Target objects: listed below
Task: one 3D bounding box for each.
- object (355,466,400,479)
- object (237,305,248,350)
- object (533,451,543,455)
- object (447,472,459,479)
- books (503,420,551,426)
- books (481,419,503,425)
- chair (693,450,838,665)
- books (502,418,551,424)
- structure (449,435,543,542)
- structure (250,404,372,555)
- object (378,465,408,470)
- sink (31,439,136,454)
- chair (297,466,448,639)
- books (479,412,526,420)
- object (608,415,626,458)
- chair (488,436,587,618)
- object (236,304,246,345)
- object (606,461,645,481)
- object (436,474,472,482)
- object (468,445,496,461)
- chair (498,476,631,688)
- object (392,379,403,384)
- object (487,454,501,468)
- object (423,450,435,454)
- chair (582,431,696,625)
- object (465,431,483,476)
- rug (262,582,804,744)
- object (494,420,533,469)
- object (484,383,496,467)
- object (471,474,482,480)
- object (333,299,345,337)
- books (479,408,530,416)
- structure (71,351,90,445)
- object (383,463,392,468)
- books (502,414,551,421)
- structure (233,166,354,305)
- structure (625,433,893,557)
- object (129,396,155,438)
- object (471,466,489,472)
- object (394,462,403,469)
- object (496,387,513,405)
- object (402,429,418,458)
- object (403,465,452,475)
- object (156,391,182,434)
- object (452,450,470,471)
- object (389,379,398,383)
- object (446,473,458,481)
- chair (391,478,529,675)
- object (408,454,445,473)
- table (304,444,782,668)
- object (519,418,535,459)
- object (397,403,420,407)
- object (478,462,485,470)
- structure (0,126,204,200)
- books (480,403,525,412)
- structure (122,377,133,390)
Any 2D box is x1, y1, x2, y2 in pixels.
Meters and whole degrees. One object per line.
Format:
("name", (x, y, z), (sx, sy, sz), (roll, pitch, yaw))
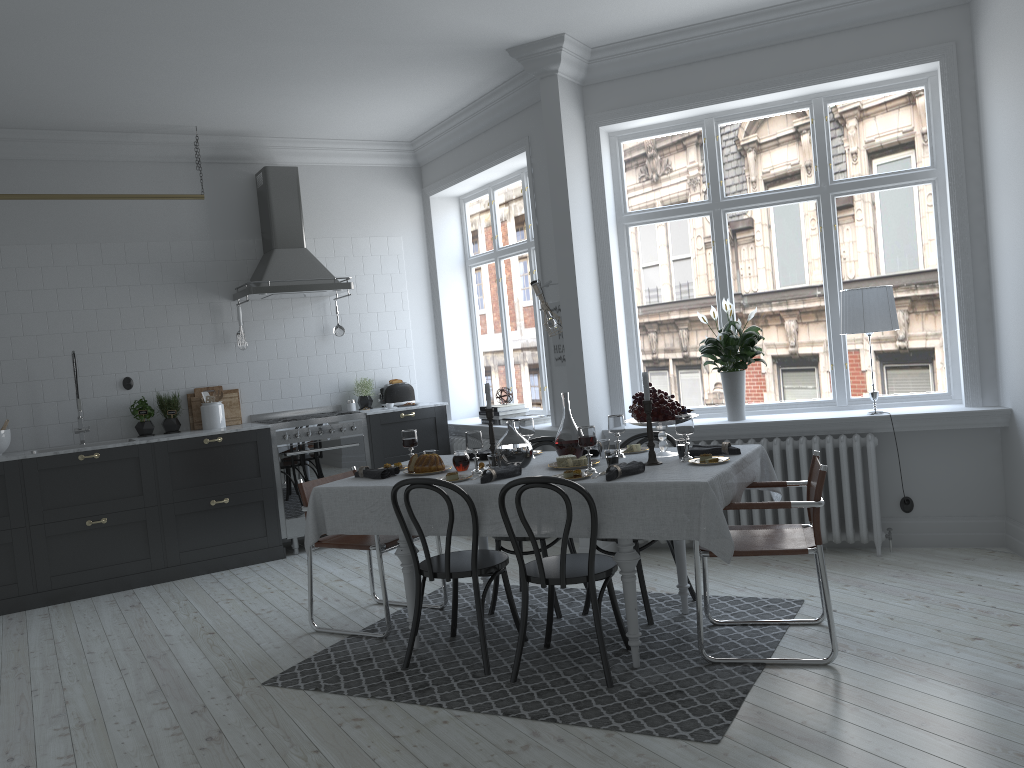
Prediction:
("object", (-0.722, 0.458, 4.587), (0.247, 0.061, 0.165), (-5, 2, 10))
("object", (-2.187, -0.460, 7.155), (0.076, 0.381, 0.074), (-3, 3, 41))
("object", (0.080, 0.390, 4.928), (0.182, 0.013, 0.182), (-7, 3, -29))
("object", (-0.285, 0.440, 4.243), (0.057, 0.037, 0.021), (-6, 2, -11))
("books", (0.118, 0.304, 6.975), (0.254, 0.019, 0.343), (-7, 3, -29))
("books", (-0.061, 0.296, 7.300), (0.259, 0.044, 0.351), (-7, 3, -27))
("chair", (1.125, 0.760, 3.997), (0.593, 0.837, 0.546), (-5, 2, 16))
("books", (0.115, 0.286, 6.980), (0.254, 0.019, 0.337), (-7, 3, -31))
("structure", (-0.205, 0.816, 7.275), (0.245, 0.753, 1.673), (-7, 3, -29))
("structure", (-1.608, 0.757, 7.228), (0.779, 1.096, 0.651), (-7, 3, -29))
("object", (-0.647, 0.463, 4.833), (0.182, 0.013, 0.182), (-7, 3, -29))
("sink", (-3.065, 0.546, 6.371), (0.669, 0.203, 0.384), (-7, 3, -29))
("chair", (-0.777, 0.904, 4.932), (0.593, 0.837, 0.546), (-4, 3, 32))
("books", (-0.078, 0.259, 7.304), (0.259, 0.031, 0.328), (-7, 3, -31))
("object", (0.531, 0.265, 4.469), (0.083, 0.215, 0.083), (-7, 3, -34))
("chair", (0.132, 0.779, 4.961), (0.463, 0.909, 0.564), (-4, 3, 24))
("object", (-2.207, -0.484, 7.182), (0.066, 0.332, 0.024), (-7, 3, -24))
("object", (0.495, 0.372, 3.861), (0.165, 0.061, 0.247), (-5, 2, 10))
("object", (-0.280, 0.453, 4.224), (0.182, 0.013, 0.182), (-6, 2, -14))
("object", (-0.158, 0.388, 4.975), (0.165, 0.061, 0.247), (-5, 2, 10))
("chair", (0.227, 0.813, 3.926), (0.463, 0.909, 0.564), (-5, 2, 19))
("object", (-1.001, 0.015, 7.757), (0.107, 0.110, 0.010), (-7, 3, -25))
("object", (-0.082, 0.390, 4.295), (0.066, 0.094, 0.066), (-7, 3, -41))
("object", (-0.441, 0.405, 4.770), (0.066, 0.094, 0.066), (-7, 3, -41))
("chair", (0.656, 0.739, 4.718), (0.463, 0.909, 0.564), (-4, 3, 39))
("object", (-0.179, 0.339, 4.325), (0.083, 0.215, 0.083), (-7, 3, -25))
("rug", (0.166, 1.245, 4.349), (2.166, 0.021, 1.701), (-4, 3, 28))
("object", (0.005, 0.303, 4.395), (0.194, 0.245, 0.194), (-3, 3, 44))
("object", (-0.111, 0.210, 4.614), (0.089, 0.432, 0.089), (-6, 2, -7))
("object", (-0.157, 0.442, 4.228), (0.031, 0.012, 0.131), (-4, 3, 28))
("object", (-1.490, -0.569, 7.579), (0.101, 0.331, 0.030), (-6, 2, -19))
("books", (-0.065, 0.227, 7.298), (0.287, 0.031, 0.351), (-7, 3, -29))
("structure", (-3.154, 0.102, 6.465), (0.100, 0.692, 0.266), (-7, 3, -29))
("object", (-0.677, 0.452, 4.827), (0.038, 0.041, 0.057), (-5, 2, 4))
("books", (0.122, 0.267, 6.981), (0.274, 0.016, 0.341), (-7, 3, -28))
("structure", (-1.816, -1.213, 7.181), (0.843, 1.079, 0.567), (-7, 3, -29))
("structure", (1.482, 0.722, 5.655), (1.710, 0.753, 0.245), (-4, 3, 23))
("object", (-2.823, 0.248, 6.782), (0.172, 0.311, 0.179), (-6, 2, -18))
("object", (-0.160, 0.432, 4.497), (0.075, 0.009, 0.150), (-5, 2, 6))
("object", (-0.621, 0.447, 4.833), (0.036, 0.039, 0.051), (-5, 2, 10))
("object", (-0.062, 0.099, 7.330), (0.147, 0.148, 0.147), (-7, 3, -38))
("object", (-0.543, 0.356, 4.766), (0.083, 0.215, 0.083), (-7, 3, -25))
("object", (-0.436, 0.451, 4.598), (0.251, 0.018, 0.251), (-7, 3, -29))
("object", (-2.650, 0.200, 6.864), (0.186, 0.367, 0.196), (-5, 2, 15))
("object", (-0.260, 0.393, 4.544), (0.091, 0.101, 0.091), (-5, 2, 16))
("object", (-1.034, 0.011, 7.827), (0.107, 0.110, 0.010), (-7, 3, -25))
("object", (-0.286, 0.442, 4.210), (0.057, 0.037, 0.021), (-7, 3, -39))
("chair", (-0.266, 0.848, 4.211), (0.463, 0.909, 0.564), (-4, 3, 24))
("object", (-0.444, 0.411, 4.586), (0.191, 0.105, 0.164), (-6, 2, -10))
("table", (0.163, 0.827, 4.452), (2.179, 0.842, 1.210), (-4, 3, 27))
("object", (0.085, 0.296, 4.772), (0.083, 0.215, 0.083), (-7, 3, -25))
("object", (-0.890, 0.182, 7.556), (0.209, 0.011, 0.209), (-5, 2, 8))
("object", (-0.162, 0.419, 4.476), (0.031, 0.031, 0.167), (-5, 2, 6))
("structure", (-3.231, -1.585, 6.281), (1.988, 0.556, 0.053), (-7, 3, -29))
("books", (-0.078, 0.194, 7.306), (0.259, 0.038, 0.325), (-7, 3, -27))
("structure", (-2.956, -0.005, 6.831), (0.079, 0.103, 0.032), (-7, 3, -29))
